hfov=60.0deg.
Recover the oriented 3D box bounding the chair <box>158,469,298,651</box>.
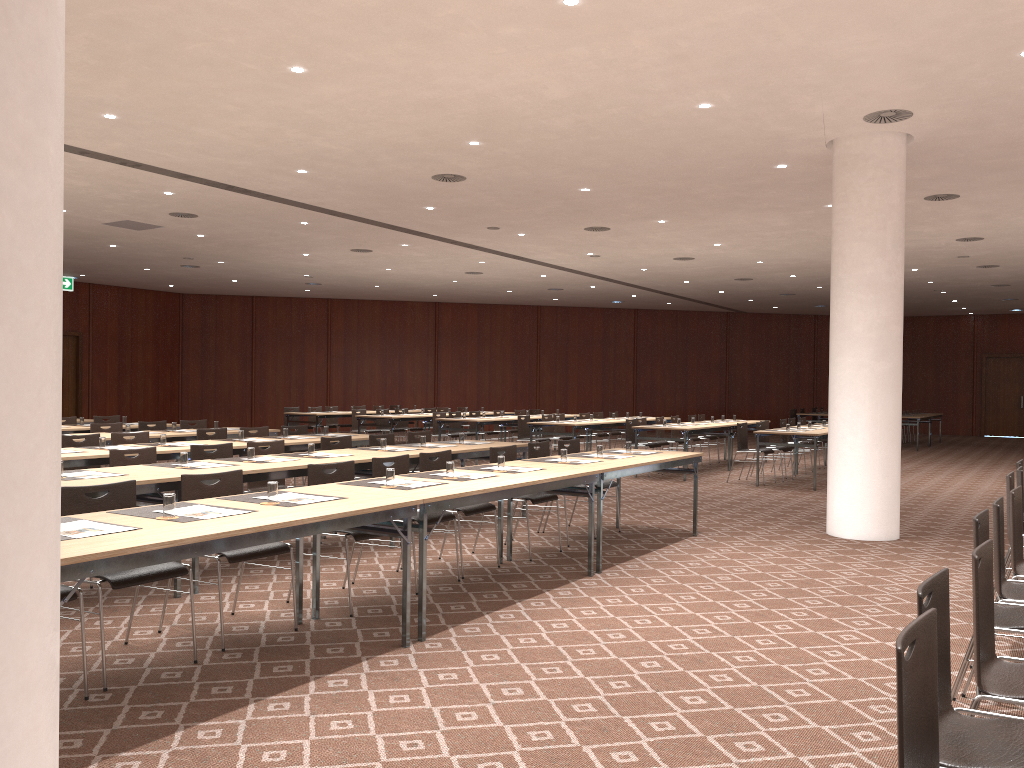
[{"bbox_3d":[-1.676,1.000,5.256,0.613,0.939,0.535,1,0,35],"label":"chair"}]

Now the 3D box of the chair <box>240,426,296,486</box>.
[{"bbox_3d":[-2.980,0.987,10.618,0.613,0.939,0.535,1,0,34],"label":"chair"}]

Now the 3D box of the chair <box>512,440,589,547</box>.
[{"bbox_3d":[0.398,1.030,8.542,0.613,0.939,0.535,1,0,30],"label":"chair"}]

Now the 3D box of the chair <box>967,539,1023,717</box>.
[{"bbox_3d":[1.790,1.044,3.029,0.613,0.939,0.535,1,0,34],"label":"chair"}]

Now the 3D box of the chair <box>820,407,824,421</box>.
[{"bbox_3d":[9.443,1.167,26.553,0.613,0.939,0.535,1,0,30],"label":"chair"}]

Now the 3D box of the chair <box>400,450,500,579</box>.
[{"bbox_3d":[-0.487,1.017,7.140,0.613,0.939,0.535,1,0,31],"label":"chair"}]

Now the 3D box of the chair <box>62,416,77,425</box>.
[{"bbox_3d":[-6.342,0.943,12.705,0.613,0.939,0.535,1,0,30],"label":"chair"}]

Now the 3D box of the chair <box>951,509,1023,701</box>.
[{"bbox_3d":[2.233,1.051,3.876,0.613,0.939,0.535,1,0,34],"label":"chair"}]

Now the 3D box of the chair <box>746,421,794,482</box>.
[{"bbox_3d":[4.204,1.086,14.427,0.613,0.939,0.535,1,0,34],"label":"chair"}]

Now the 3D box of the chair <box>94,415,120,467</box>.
[{"bbox_3d":[-6.013,0.948,13.371,0.613,0.939,0.535,1,0,33],"label":"chair"}]

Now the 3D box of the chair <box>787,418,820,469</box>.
[{"bbox_3d":[5.332,1.103,16.407,0.613,0.939,0.535,1,0,34],"label":"chair"}]

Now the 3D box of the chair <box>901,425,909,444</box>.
[{"bbox_3d":[10.829,1.184,25.003,0.613,0.939,0.535,1,0,33],"label":"chair"}]

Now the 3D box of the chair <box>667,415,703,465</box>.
[{"bbox_3d":[3.248,1.076,16.852,0.613,0.939,0.535,1,0,30],"label":"chair"}]

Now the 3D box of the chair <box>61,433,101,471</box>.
[{"bbox_3d":[-4.160,0.969,8.749,0.613,0.939,0.535,1,0,30],"label":"chair"}]

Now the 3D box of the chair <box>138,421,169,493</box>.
[{"bbox_3d":[-4.665,0.965,11.761,0.613,0.939,0.535,1,0,31],"label":"chair"}]

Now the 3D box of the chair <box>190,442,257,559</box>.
[{"bbox_3d":[-2.490,0.991,7.649,0.613,0.939,0.535,1,0,35],"label":"chair"}]

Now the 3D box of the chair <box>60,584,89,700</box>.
[{"bbox_3d":[-2.354,0.990,4.038,0.613,0.939,0.535,1,0,31],"label":"chair"}]

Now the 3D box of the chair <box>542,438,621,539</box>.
[{"bbox_3d":[0.713,1.035,8.976,0.613,0.939,0.535,1,0,34],"label":"chair"}]

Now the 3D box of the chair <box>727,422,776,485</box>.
[{"bbox_3d":[3.769,1.080,13.930,0.613,0.939,0.535,1,0,35],"label":"chair"}]

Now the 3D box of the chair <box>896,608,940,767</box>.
[{"bbox_3d":[1.074,1.034,1.975,0.613,0.939,0.535,1,0,35],"label":"chair"}]

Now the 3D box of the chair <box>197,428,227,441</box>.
[{"bbox_3d":[-3.322,0.982,10.141,0.613,0.939,0.535,1,0,31],"label":"chair"}]

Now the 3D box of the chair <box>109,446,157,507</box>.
[{"bbox_3d":[-2.907,0.985,7.052,0.613,0.939,0.535,1,0,30],"label":"chair"}]

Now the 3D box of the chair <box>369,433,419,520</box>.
[{"bbox_3d":[-1.270,1.009,9.503,0.613,0.939,0.535,1,0,30],"label":"chair"}]

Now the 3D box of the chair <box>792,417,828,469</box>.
[{"bbox_3d":[5.706,1.109,16.887,0.613,0.939,0.535,1,0,30],"label":"chair"}]

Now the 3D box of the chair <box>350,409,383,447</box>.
[{"bbox_3d":[-3.016,0.992,18.167,0.613,0.939,0.535,1,0,33],"label":"chair"}]

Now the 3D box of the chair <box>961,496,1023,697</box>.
[{"bbox_3d":[2.589,1.056,4.373,0.613,0.939,0.535,1,0,31],"label":"chair"}]

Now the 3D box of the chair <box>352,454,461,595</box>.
[{"bbox_3d":[-0.780,1.013,6.612,0.613,0.939,0.535,1,0,32],"label":"chair"}]

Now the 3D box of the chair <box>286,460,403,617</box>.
[{"bbox_3d":[-1.111,1.008,6.007,0.613,0.939,0.535,1,0,35],"label":"chair"}]

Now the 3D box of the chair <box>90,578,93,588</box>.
[{"bbox_3d":[-3.374,0.978,6.249,0.613,0.939,0.535,1,0,34],"label":"chair"}]

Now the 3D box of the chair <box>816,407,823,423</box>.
[{"bbox_3d":[9.089,1.162,26.074,0.613,0.939,0.535,1,0,29],"label":"chair"}]

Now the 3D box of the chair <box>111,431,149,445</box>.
[{"bbox_3d":[-3.870,0.974,9.208,0.613,0.939,0.535,1,0,34],"label":"chair"}]

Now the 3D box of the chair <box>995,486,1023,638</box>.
[{"bbox_3d":[2.977,1.062,4.910,0.613,0.939,0.535,1,0,35],"label":"chair"}]

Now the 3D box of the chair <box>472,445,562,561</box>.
[{"bbox_3d":[0.054,1.025,7.853,0.613,0.939,0.535,1,0,33],"label":"chair"}]

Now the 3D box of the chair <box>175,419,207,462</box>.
[{"bbox_3d":[-4.305,0.970,12.266,0.613,0.939,0.535,1,0,34],"label":"chair"}]

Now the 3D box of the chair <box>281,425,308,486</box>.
[{"bbox_3d":[-2.614,0.992,11.119,0.613,0.939,0.535,1,0,33],"label":"chair"}]

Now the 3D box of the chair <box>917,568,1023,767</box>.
[{"bbox_3d":[1.354,1.038,2.483,0.613,0.939,0.535,1,0,35],"label":"chair"}]

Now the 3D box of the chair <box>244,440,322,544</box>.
[{"bbox_3d":[-2.146,0.996,8.114,0.613,0.939,0.535,1,0,34],"label":"chair"}]

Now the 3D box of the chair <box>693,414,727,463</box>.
[{"bbox_3d":[3.978,1.086,17.895,0.613,0.939,0.535,1,0,30],"label":"chair"}]

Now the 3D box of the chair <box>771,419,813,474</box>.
[{"bbox_3d":[4.979,1.098,15.735,0.613,0.939,0.535,1,0,31],"label":"chair"}]

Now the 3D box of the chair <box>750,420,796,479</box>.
[{"bbox_3d":[4.414,1.090,14.953,0.613,0.939,0.535,1,0,34],"label":"chair"}]

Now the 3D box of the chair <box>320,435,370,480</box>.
[{"bbox_3d":[-1.662,1.003,8.960,0.613,0.939,0.535,1,0,34],"label":"chair"}]

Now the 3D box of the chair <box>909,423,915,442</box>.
[{"bbox_3d":[11.170,1.189,25.408,0.613,0.939,0.535,1,0,35],"label":"chair"}]

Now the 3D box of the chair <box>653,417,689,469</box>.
[{"bbox_3d":[2.830,1.069,16.076,0.613,0.939,0.535,1,0,29],"label":"chair"}]

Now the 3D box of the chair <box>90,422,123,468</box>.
[{"bbox_3d":[-4.987,0.960,11.106,0.613,0.939,0.535,1,0,34],"label":"chair"}]

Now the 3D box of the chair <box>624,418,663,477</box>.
[{"bbox_3d":[2.154,1.059,14.925,0.613,0.939,0.535,1,0,34],"label":"chair"}]

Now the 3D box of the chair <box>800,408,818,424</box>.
[{"bbox_3d":[8.220,1.149,24.615,0.613,0.939,0.535,1,0,33],"label":"chair"}]

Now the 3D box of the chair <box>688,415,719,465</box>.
[{"bbox_3d":[3.680,1.082,17.343,0.613,0.939,0.535,1,0,31],"label":"chair"}]

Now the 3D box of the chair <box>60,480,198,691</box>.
[{"bbox_3d":[-2.048,0.994,4.602,0.613,0.939,0.535,1,0,32],"label":"chair"}]

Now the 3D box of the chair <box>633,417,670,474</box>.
[{"bbox_3d":[2.404,1.063,15.516,0.613,0.939,0.535,1,0,33],"label":"chair"}]

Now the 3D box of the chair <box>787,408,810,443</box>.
[{"bbox_3d":[7.864,1.144,24.134,0.613,0.939,0.535,1,0,29],"label":"chair"}]

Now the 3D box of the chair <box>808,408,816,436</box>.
[{"bbox_3d":[8.815,1.158,25.424,0.613,0.939,0.535,1,0,31],"label":"chair"}]

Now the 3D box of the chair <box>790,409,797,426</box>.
[{"bbox_3d":[7.580,1.139,23.467,0.613,0.939,0.535,1,0,34],"label":"chair"}]

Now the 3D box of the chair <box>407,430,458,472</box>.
[{"bbox_3d":[-0.939,1.014,10.171,0.613,0.939,0.535,1,0,32],"label":"chair"}]
